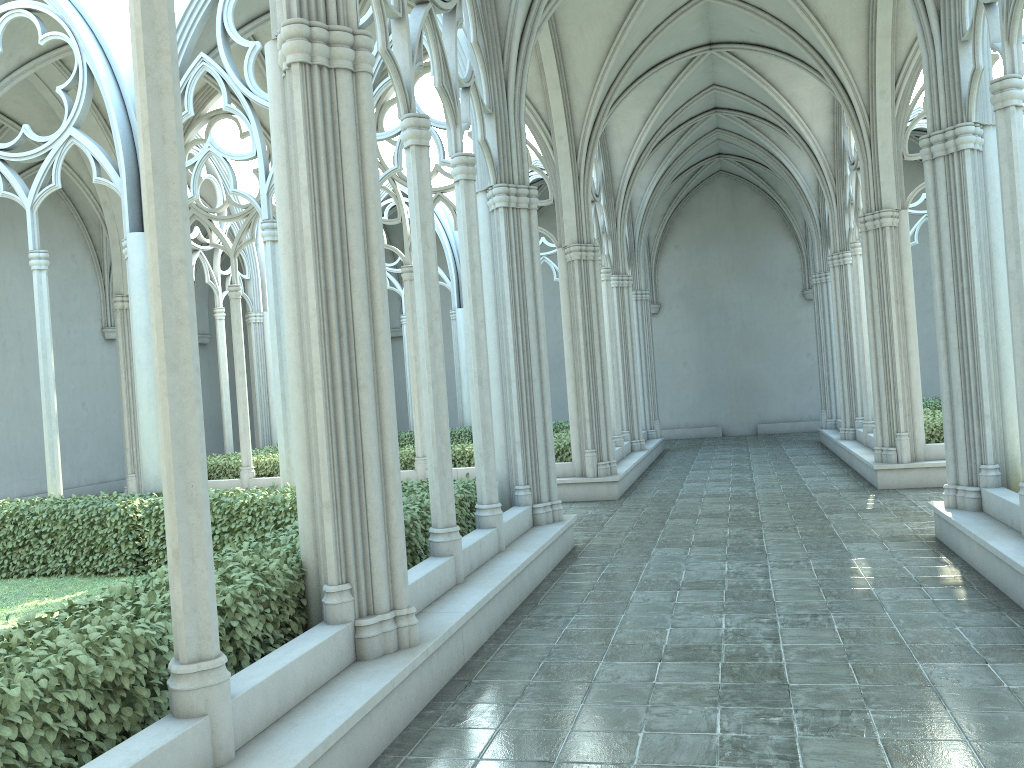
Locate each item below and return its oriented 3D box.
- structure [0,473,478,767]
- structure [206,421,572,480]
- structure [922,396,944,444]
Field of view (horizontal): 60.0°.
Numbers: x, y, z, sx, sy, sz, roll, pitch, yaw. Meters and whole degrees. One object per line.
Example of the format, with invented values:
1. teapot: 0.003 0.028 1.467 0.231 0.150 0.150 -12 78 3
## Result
1. structure: -4.929 1.739 6.851 7.995 0.963 8.018 -4 0 14
2. structure: -1.730 1.571 19.517 7.995 0.963 8.018 -4 0 14
3. structure: 10.921 0.638 16.304 7.995 0.963 8.018 -4 0 14
